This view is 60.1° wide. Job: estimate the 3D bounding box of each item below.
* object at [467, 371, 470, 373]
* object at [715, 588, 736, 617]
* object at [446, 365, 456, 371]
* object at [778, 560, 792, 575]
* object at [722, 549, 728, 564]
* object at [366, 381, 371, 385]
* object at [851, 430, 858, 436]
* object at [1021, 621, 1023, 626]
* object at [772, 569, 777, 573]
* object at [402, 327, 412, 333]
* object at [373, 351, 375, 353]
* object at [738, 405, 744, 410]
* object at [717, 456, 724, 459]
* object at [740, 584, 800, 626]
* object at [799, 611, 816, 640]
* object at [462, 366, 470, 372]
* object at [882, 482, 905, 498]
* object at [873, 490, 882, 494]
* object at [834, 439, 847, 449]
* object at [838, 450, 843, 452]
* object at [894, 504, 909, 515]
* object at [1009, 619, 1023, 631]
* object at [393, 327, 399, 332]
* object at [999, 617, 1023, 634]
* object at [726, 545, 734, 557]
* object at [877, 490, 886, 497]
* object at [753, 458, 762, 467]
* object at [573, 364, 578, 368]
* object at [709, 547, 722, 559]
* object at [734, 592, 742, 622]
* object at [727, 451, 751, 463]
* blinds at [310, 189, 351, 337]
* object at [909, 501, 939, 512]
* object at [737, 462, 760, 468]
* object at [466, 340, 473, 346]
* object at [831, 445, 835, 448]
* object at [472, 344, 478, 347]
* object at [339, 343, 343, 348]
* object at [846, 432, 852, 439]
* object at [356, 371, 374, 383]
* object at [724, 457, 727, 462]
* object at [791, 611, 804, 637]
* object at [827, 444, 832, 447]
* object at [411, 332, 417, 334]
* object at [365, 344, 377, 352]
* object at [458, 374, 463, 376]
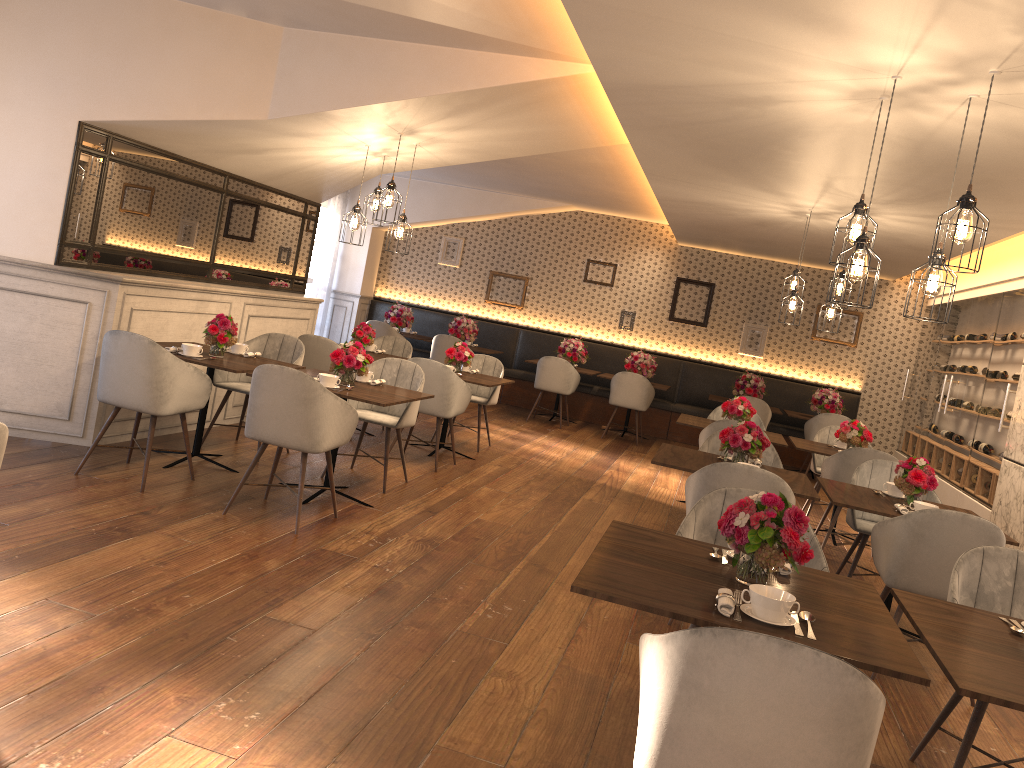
[{"bbox_3d":[-0.380,-0.114,8.143,0.025,0.024,0.193,12,5,13],"label":"object"},{"bbox_3d":[0.580,0.588,2.402,0.056,0.039,0.175,12,5,13],"label":"object"},{"bbox_3d":[-0.558,-0.120,7.570,0.148,0.072,0.149,9,5,-19],"label":"object"},{"bbox_3d":[0.906,0.600,2.949,0.056,0.039,0.175,12,5,13],"label":"object"},{"bbox_3d":[0.713,0.580,2.969,0.022,0.004,0.211,12,5,13],"label":"object"},{"bbox_3d":[-0.926,-0.011,5.888,0.025,0.024,0.193,12,5,13],"label":"object"},{"bbox_3d":[2.811,0.399,7.294,0.048,0.052,0.077,10,4,-7],"label":"object"},{"bbox_3d":[1.677,0.747,2.761,0.147,0.072,0.149,8,5,-34],"label":"object"},{"bbox_3d":[0.869,0.600,2.948,0.025,0.024,0.193,12,5,13],"label":"object"},{"bbox_3d":[-1.510,-0.770,12.687,0.147,0.072,0.149,8,5,-29],"label":"object"},{"bbox_3d":[-1.281,-0.306,8.364,0.025,0.024,0.193,12,5,13],"label":"object"},{"bbox_3d":[1.938,0.201,7.540,0.045,0.052,0.077,9,4,-25],"label":"object"},{"bbox_3d":[1.288,0.452,5.485,0.043,0.015,0.197,12,5,9],"label":"object"},{"bbox_3d":[0.692,0.595,2.375,0.147,0.072,0.149,8,5,-34],"label":"object"},{"bbox_3d":[0.799,0.645,2.368,0.043,0.015,0.197,12,5,9],"label":"object"},{"bbox_3d":[-0.449,-0.154,8.170,0.148,0.072,0.149,9,5,-19],"label":"object"},{"bbox_3d":[2.282,0.633,5.262,0.148,0.072,0.149,10,5,-9],"label":"object"},{"bbox_3d":[2.172,0.641,5.269,0.043,0.015,0.197,12,5,17],"label":"object"},{"bbox_3d":[2.865,0.523,7.672,0.148,0.072,0.149,10,5,-9],"label":"object"},{"bbox_3d":[2.645,0.551,7.098,0.056,0.039,0.175,12,5,13],"label":"object"},{"bbox_3d":[2.061,0.661,4.689,0.056,0.039,0.175,12,5,13],"label":"object"},{"bbox_3d":[1.590,0.766,2.754,0.022,0.004,0.211,12,5,13],"label":"object"},{"bbox_3d":[-1.619,-0.736,12.088,0.147,0.072,0.149,8,5,-29],"label":"object"},{"bbox_3d":[1.559,0.753,2.769,0.043,0.015,0.197,12,5,9],"label":"object"},{"bbox_3d":[0.800,0.560,2.975,0.147,0.072,0.149,8,5,-34],"label":"object"},{"bbox_3d":[2.195,0.652,5.256,0.022,0.004,0.211,12,5,13],"label":"object"},{"bbox_3d":[1.511,0.486,5.451,0.056,0.039,0.175,12,5,13],"label":"object"},{"bbox_3d":[0.863,-0.248,12.107,0.056,0.039,0.175,12,5,13],"label":"object"},{"bbox_3d":[0.683,0.566,2.983,0.043,0.015,0.197,12,5,9],"label":"object"},{"bbox_3d":[0.613,0.602,2.403,0.025,0.024,0.193,12,5,13],"label":"object"},{"bbox_3d":[1.406,0.446,5.476,0.148,0.072,0.149,10,5,-9],"label":"object"},{"bbox_3d":[-2.695,-1.618,12.776,0.134,2.693,0.618,11,2,13],"label":"blinds"},{"bbox_3d":[2.173,0.667,4.662,0.148,0.072,0.149,10,5,-9],"label":"object"},{"bbox_3d":[1.297,0.481,4.876,0.148,0.072,0.149,10,5,-9],"label":"object"},{"bbox_3d":[-0.625,-0.582,12.471,0.147,0.072,0.149,8,5,-29],"label":"object"},{"bbox_3d":[2.779,0.542,7.665,0.022,0.004,0.211,12,5,13],"label":"object"},{"bbox_3d":[-0.520,-0.542,12.445,0.056,0.039,0.175,12,5,13],"label":"object"},{"bbox_3d":[-1.459,-0.312,7.791,0.148,0.072,0.149,9,5,-19],"label":"object"},{"bbox_3d":[2.786,0.423,7.312,0.050,0.052,0.077,12,4,23],"label":"object"},{"bbox_3d":[-0.995,-0.051,5.914,0.148,0.072,0.149,9,5,-19],"label":"object"},{"bbox_3d":[1.319,0.465,5.470,0.022,0.004,0.211,12,5,13],"label":"object"},{"bbox_3d":[0.766,0.643,2.384,0.022,0.004,0.211,12,5,13],"label":"object"},{"bbox_3d":[2.755,0.531,7.678,0.043,0.015,0.197,12,5,17],"label":"object"},{"bbox_3d":[-1.404,-0.730,12.662,0.056,0.039,0.175,12,5,13],"label":"object"},{"bbox_3d":[-1.350,-0.346,8.391,0.148,0.072,0.149,9,5,-19],"label":"object"},{"bbox_3d":[-0.458,-0.071,7.566,0.043,0.015,0.197,12,5,17],"label":"object"}]
